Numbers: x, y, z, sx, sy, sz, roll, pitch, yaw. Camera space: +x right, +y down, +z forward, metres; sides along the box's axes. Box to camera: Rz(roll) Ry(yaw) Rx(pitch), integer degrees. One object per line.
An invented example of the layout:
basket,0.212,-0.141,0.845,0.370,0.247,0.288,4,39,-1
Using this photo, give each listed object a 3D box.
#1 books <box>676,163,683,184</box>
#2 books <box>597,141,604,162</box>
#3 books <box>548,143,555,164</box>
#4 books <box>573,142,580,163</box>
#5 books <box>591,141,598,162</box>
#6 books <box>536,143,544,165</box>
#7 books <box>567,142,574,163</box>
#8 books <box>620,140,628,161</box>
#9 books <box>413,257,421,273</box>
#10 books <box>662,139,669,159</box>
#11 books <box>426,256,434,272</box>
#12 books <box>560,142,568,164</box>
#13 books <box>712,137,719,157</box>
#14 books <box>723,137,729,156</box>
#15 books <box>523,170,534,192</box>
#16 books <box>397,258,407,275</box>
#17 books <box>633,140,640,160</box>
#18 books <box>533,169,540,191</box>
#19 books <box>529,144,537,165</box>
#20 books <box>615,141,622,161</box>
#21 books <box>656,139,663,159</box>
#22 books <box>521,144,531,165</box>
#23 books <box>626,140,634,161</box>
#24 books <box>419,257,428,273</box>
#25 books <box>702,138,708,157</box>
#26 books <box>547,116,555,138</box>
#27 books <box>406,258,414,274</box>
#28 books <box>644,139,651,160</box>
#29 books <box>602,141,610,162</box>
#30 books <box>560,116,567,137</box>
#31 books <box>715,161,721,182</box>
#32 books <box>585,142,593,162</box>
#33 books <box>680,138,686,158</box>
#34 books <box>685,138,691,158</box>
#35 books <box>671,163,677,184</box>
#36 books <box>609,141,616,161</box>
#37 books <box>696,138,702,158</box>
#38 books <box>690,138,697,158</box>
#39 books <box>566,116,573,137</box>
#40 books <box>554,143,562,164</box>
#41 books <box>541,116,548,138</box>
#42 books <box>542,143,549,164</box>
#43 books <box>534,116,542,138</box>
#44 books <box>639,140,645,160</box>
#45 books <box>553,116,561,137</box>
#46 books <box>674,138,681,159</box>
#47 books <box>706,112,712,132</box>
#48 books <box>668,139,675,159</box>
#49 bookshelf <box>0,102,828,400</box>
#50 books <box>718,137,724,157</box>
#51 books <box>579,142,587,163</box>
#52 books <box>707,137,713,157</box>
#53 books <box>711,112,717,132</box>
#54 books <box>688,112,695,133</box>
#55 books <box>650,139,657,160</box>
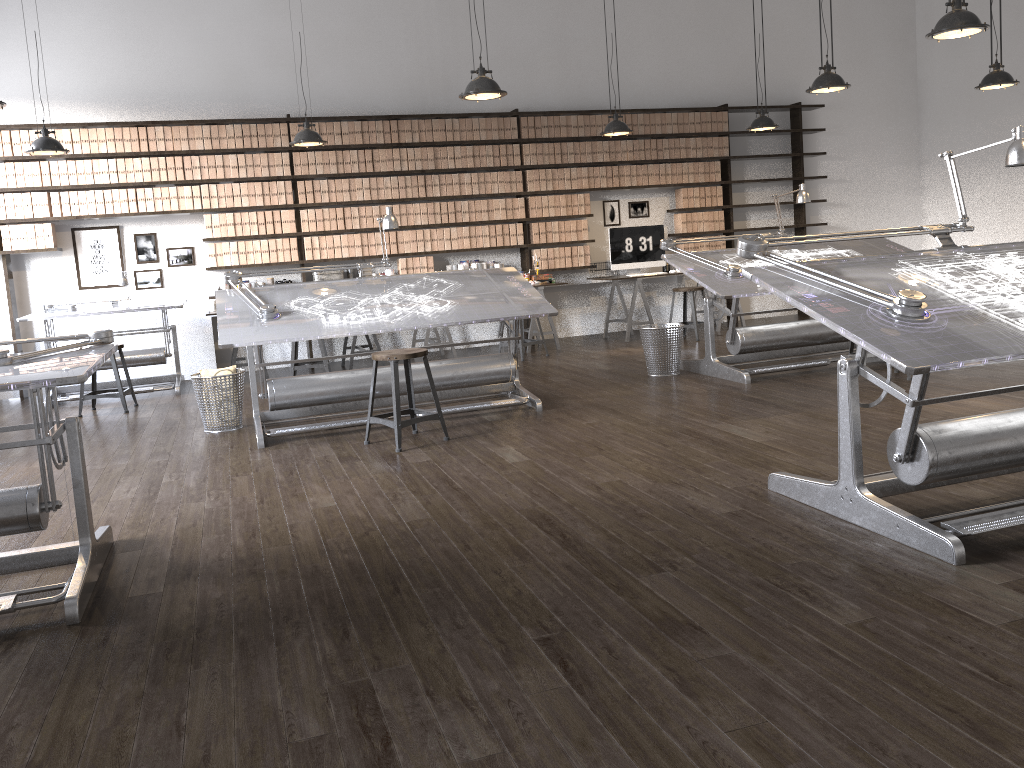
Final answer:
books,1.831,-2.342,9.883,0.067,0.224,0.175,-6,7,-17
books,0.920,-2.499,9.573,0.067,0.224,0.175,-6,7,-17
books,0.389,-2.435,9.410,0.067,0.224,0.175,-6,7,-17
books,0.665,-2.468,9.496,0.067,0.224,0.175,-6,7,-17
books,0.860,-2.492,9.556,0.067,0.224,0.175,-6,7,-17
books,0.269,-2.419,9.365,0.067,0.224,0.175,-6,7,-17
books,0.599,-2.460,9.471,0.067,0.224,0.175,-6,7,-17
books,1.188,-2.531,9.658,0.067,0.224,0.175,-6,7,-17
books,-0.988,-1.182,9.062,0.067,0.224,0.175,-6,7,-17
books,1.667,-2.589,9.807,0.067,0.224,0.175,-6,7,-17
books,-0.853,-1.199,9.105,0.067,0.224,0.175,-6,7,-17
books,0.530,-2.452,9.454,0.067,0.224,0.175,-6,7,-17
books,2.257,-2.661,9.991,0.067,0.224,0.175,-6,7,-17
books,2.379,-2.676,10.033,0.067,0.224,0.175,-6,7,-17
books,0.171,-2.140,9.360,0.067,0.224,0.175,-6,7,-17
books,-1.117,-1.166,9.015,0.067,0.224,0.175,-6,7,-17
books,1.327,-2.547,9.698,0.067,0.224,0.175,-6,7,-17
books,0.232,-2.147,9.374,0.067,0.224,0.175,-6,7,-17
books,0.200,-2.411,9.343,0.067,0.224,0.175,-6,7,-17
books,1.121,-2.524,9.641,0.067,0.224,0.175,-6,7,-17
books,1.598,-2.582,9.790,0.067,0.224,0.175,-6,7,-17
books,0.130,-2.403,9.325,0.067,0.224,0.175,-6,7,-17
books,1.258,-2.539,9.676,0.067,0.224,0.175,-6,7,-17
books,-0.920,-1.190,9.079,0.067,0.224,0.175,-6,7,-17
books,2.123,-2.645,9.954,0.067,0.224,0.175,-6,7,-17
books,0.384,-2.710,9.386,0.067,0.224,0.175,-6,7,-17
books,-1.055,-1.174,9.040,0.067,0.224,0.175,-6,7,-17
books,1.457,-2.564,9.746,0.067,0.224,0.175,-6,7,-17
books,0.990,-2.507,9.593,0.067,0.224,0.175,-6,7,-17
books,0.517,-2.725,9.421,0.067,0.224,0.175,-6,7,-17
books,2.289,-2.397,10.024,0.067,0.224,0.175,-6,7,-17
books,0.798,-2.483,9.532,0.067,0.224,0.175,-6,7,-17
books,1.866,-2.613,9.868,0.067,0.224,0.175,-6,7,-17
books,1.928,-2.621,9.892,0.067,0.224,0.175,-6,7,-17
books,1.764,-2.334,9.864,0.067,0.224,0.175,-6,7,-17
books,1.055,-2.515,9.618,0.067,0.224,0.175,-6,7,-17
books,2.058,-2.637,9.929,0.067,0.224,0.175,-6,7,-17
books,1.988,-2.628,9.910,0.067,0.224,0.175,-6,7,-17
books,0.579,-2.734,9.446,0.067,0.224,0.175,-6,7,-17
books,0.461,-2.443,9.426,0.067,0.224,0.175,-6,7,-17
books,0.318,-2.701,9.361,0.067,0.224,0.175,-6,7,-17
books,0.327,-2.427,9.388,0.067,0.224,0.175,-6,7,-17
books,0.249,-2.694,9.344,0.067,0.224,0.175,-6,7,-17
books,1.386,-2.555,9.721,0.067,0.224,0.175,-6,7,-17
books,0.452,-2.718,9.407,0.067,0.224,0.175,-6,7,-17
books,1.801,-2.606,9.853,0.067,0.224,0.175,-6,7,-17
books,2.163,-2.926,9.944,0.067,0.224,0.175,-6,7,-17
books,1.733,-2.598,9.832,0.067,0.224,0.175,-6,7,-17
bookshelf,-0.665,-1.206,9.252,9.191,3.191,0.375,-7,6,-17
books,2.319,-2.669,10.015,0.067,0.224,0.175,-6,7,-17
books,0.733,-2.476,9.517,0.067,0.224,0.175,-6,7,-17
books,2.189,-2.653,9.977,0.067,0.224,0.175,-6,7,-17
books,2.233,-2.934,9.967,0.067,0.224,0.175,-6,7,-17
books,1.966,-2.902,9.881,0.067,0.224,0.175,-6,7,-17
books,1.529,-2.572,9.763,0.067,0.224,0.175,-6,7,-17
